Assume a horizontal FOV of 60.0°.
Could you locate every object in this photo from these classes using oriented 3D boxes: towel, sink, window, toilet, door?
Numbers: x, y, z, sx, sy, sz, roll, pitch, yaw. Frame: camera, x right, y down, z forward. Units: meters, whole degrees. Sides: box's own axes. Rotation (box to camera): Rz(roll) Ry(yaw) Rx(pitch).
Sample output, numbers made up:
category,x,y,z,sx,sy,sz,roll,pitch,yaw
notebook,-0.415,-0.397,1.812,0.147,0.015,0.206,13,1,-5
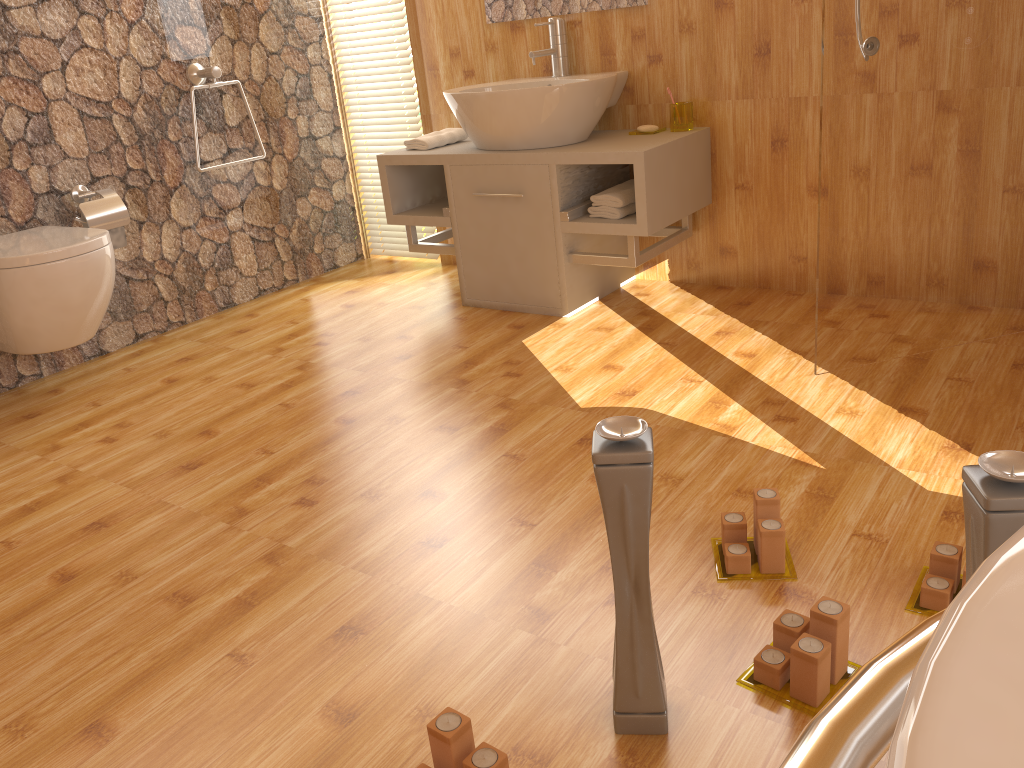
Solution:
category,x,y,z,sx,sy,sz,roll,pitch,yaw
towel,0.377,-0.613,3.026,0.140,0.048,0.225,13,29,40
sink,0.057,-1.065,3.138,0.634,0.409,0.533,10,27,35
towel,-0.294,-0.950,3.437,0.140,0.048,0.225,13,29,40
window,0.902,-1.407,2.871,3.964,2.164,0.010,10,27,35
toilet,-1.475,-0.289,2.819,0.507,0.337,0.371,10,27,35
towel,0.385,-0.649,3.014,0.140,0.048,0.225,13,29,40
door,1.159,-1.119,2.091,0.983,2.147,0.077,-11,22,-11

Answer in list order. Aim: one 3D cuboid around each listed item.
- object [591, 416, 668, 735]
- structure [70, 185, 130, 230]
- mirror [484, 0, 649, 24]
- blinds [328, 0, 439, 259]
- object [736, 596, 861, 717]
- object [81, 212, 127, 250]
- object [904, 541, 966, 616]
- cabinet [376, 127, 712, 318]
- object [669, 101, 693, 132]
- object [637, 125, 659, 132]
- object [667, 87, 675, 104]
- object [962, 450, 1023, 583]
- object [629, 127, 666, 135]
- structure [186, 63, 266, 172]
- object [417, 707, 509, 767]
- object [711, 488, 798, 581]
category,x,y,z,sx,sy,sz,roll,pitch,yaw
object,1.122,-0.625,1.252,2.276,1.921,0.347,-10,22,-9
structure,-1.456,-0.613,3.082,0.154,0.151,0.170,10,27,35
mirror,0.159,-1.595,3.154,0.698,0.523,0.005,10,27,35
blinds,-0.619,-1.608,3.775,0.420,2.178,0.042,10,27,35
object,0.437,0.389,1.341,0.141,0.131,0.141,15,30,42
object,-1.426,-0.546,3.101,0.090,0.151,0.098,10,27,35
object,0.746,0.302,1.468,0.141,0.131,0.141,9,27,34
cabinet,0.111,-0.615,3.327,1.136,0.570,0.517,10,27,35
object,0.585,-0.922,3.060,0.060,0.093,0.060,10,27,35
object,0.478,-0.899,3.122,0.075,0.023,0.050,-13,23,-16
object,0.559,-0.953,3.046,0.063,0.132,0.012,-16,24,-21
object,0.565,0.307,1.044,0.080,0.478,0.080,-3,22,9
object,0.478,-0.891,3.123,0.100,0.010,0.100,10,27,35
structure,-1.148,-1.043,3.435,0.133,0.387,0.332,10,27,35
object,-0.075,0.519,1.167,0.141,0.131,0.141,12,28,38
object,0.444,0.268,1.639,0.141,0.131,0.141,-3,22,9
